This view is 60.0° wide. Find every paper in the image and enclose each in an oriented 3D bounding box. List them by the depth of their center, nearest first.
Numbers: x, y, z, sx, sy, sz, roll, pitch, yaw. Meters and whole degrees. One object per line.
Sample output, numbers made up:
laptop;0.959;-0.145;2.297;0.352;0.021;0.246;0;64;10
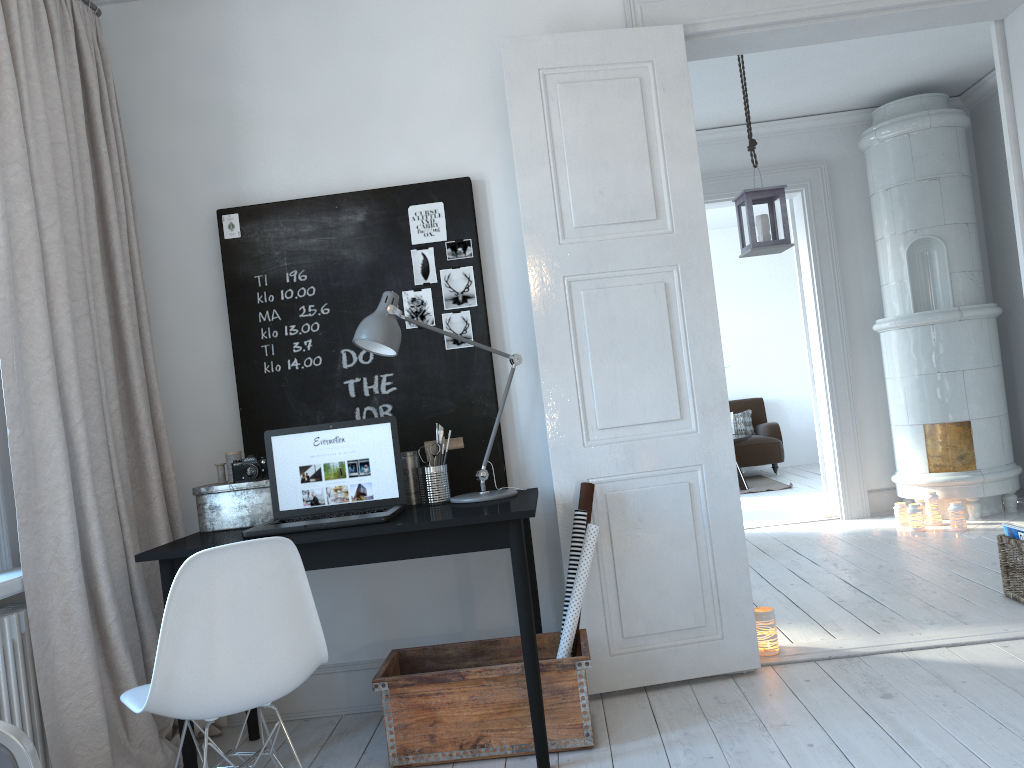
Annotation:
paper;0.188;0.777;2.851;0.283;0.626;0.041;-7;-1;-19
paper;0.188;0.761;2.910;0.266;0.669;0.043;-6;-1;-42
paper;0.213;0.717;2.979;0.297;0.747;0.048;-6;-1;-42

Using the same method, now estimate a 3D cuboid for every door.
door;1.384;-0.278;3.335;2.599;2.505;0.577;-7;-1;3
door;1.518;-0.214;6.347;2.599;2.505;0.577;-7;-1;3

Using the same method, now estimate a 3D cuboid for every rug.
rug;1.803;1.053;8.950;1.710;0.055;1.456;-7;-2;3

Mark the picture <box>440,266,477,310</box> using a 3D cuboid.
picture;-0.195;-0.353;3.236;0.121;0.152;0.002;-7;0;3

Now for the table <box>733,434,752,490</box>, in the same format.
table;1.774;0.829;8.925;1.299;0.503;1.300;-7;-1;-7

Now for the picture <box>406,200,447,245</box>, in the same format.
picture;-0.308;-0.593;3.241;0.147;0.154;0.004;-7;0;3

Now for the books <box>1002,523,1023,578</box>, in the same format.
books;2.202;0.727;3.685;0.201;0.300;0.179;-7;-1;2

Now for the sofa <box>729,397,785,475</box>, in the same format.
sofa;1.795;0.674;9.715;2.165;0.824;0.969;-7;-1;2

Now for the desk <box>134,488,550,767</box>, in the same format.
desk;-0.453;0.807;2.849;1.159;0.759;0.651;-7;-1;2

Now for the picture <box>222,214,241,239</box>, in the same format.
picture;-1.037;-0.583;3.275;0.061;0.088;0.004;-7;0;-1

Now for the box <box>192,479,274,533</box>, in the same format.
box;-0.913;0.408;3.043;0.317;0.152;0.193;-7;-1;2

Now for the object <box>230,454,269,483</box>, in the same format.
object;-0.872;0.281;2.950;0.137;0.087;0.073;-7;-1;2

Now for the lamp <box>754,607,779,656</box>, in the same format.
lamp;0.959;0.938;3.363;0.089;0.166;0.089;-7;-1;-5

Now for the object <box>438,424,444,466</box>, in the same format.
object;-0.248;0.271;3.045;0.012;0.264;0.062;-7;-1;45

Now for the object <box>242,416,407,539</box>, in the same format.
object;-0.591;0.282;2.771;0.445;0.315;0.325;-7;-1;3

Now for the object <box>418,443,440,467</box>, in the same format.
object;-0.281;0.305;3.042;0.081;0.198;0.050;-7;-1;28

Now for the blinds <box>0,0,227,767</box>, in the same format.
blinds;-1.297;-0.046;2.826;0.225;2.647;0.831;-7;-1;2

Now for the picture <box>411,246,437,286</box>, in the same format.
picture;-0.321;-0.430;3.242;0.083;0.146;0.002;-7;0;3

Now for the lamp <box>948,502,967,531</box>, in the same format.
lamp;2.679;0.795;5.331;0.089;0.166;0.089;-7;-1;1

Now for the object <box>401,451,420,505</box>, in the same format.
object;-0.355;0.332;3.106;0.079;0.188;0.079;-7;-1;-19

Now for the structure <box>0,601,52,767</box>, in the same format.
structure;-1.459;0.904;1.942;0.195;0.547;1.506;-7;-1;2

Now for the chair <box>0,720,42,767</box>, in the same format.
chair;-0.651;0.766;1.167;0.562;0.797;0.525;-7;-1;2

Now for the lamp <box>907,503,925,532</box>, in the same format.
lamp;2.485;0.821;5.454;0.089;0.166;0.089;-7;-1;4

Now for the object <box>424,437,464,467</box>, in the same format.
object;-0.224;0.296;3.083;0.138;0.209;0.034;-7;-1;-18

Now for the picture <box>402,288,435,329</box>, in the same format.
picture;-0.341;-0.275;3.242;0.107;0.150;0.001;-7;0;3

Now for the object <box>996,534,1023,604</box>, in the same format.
object;2.218;0.758;3.684;0.270;0.265;0.224;-7;-1;2

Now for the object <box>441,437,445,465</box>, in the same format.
object;-0.243;0.292;3.035;0.009;0.222;0.082;-7;-1;32

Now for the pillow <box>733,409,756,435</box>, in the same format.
pillow;2.410;0.449;9.793;0.542;0.288;0.183;-7;-1;3

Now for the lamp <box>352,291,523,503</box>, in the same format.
lamp;-0.218;0.042;2.963;0.616;0.716;0.230;-6;-1;-27

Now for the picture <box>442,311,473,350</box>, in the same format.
picture;-0.198;-0.199;3.235;0.103;0.136;0.001;-7;0;3

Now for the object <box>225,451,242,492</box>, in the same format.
object;-0.962;0.299;3.022;0.056;0.130;0.167;-7;-1;1

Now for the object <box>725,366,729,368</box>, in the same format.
object;1.786;0.040;8.864;0.845;1.066;0.526;-6;-1;-27

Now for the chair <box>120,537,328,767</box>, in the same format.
chair;-0.702;0.786;2.220;0.474;0.824;0.555;-6;-1;-33

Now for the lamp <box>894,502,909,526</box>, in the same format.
lamp;2.497;0.835;5.685;0.084;0.146;0.084;-7;-1;7

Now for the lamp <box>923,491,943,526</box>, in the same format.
lamp;2.645;0.783;5.579;0.098;0.210;0.098;-7;-1;7

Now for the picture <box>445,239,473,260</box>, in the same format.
picture;-0.193;-0.493;3.237;0.095;0.071;0.001;-7;0;3

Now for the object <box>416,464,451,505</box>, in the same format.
object;-0.266;0.344;3.031;0.108;0.128;0.108;-7;-1;17

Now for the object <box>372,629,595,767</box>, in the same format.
object;-0.071;1.000;2.831;0.665;0.282;0.339;-7;-1;2

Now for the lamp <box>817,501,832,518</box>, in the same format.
lamp;2.230;0.894;6.325;0.093;0.110;0.093;-7;-1;19

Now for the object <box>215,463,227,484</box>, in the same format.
object;-1.013;0.311;3.090;0.040;0.069;0.040;-7;-1;-10

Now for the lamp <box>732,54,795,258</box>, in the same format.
lamp;1.238;-1.571;4.691;0.228;1.762;0.228;-7;0;-1

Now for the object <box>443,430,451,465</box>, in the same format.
object;-0.233;0.281;3.030;0.084;0.240;0.009;-7;-1;-21

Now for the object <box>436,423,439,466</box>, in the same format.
object;-0.253;0.268;3.045;0.008;0.267;0.060;-7;-1;19

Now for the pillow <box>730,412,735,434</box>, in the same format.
pillow;2.204;0.458;9.690;0.471;0.309;0.188;-7;-1;3

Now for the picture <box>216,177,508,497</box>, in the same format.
picture;-0.555;-0.122;3.282;0.953;1.172;0.064;-7;0;3

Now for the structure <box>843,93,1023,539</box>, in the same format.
structure;2.657;-0.446;5.754;1.246;2.827;0.801;-6;-1;-43
